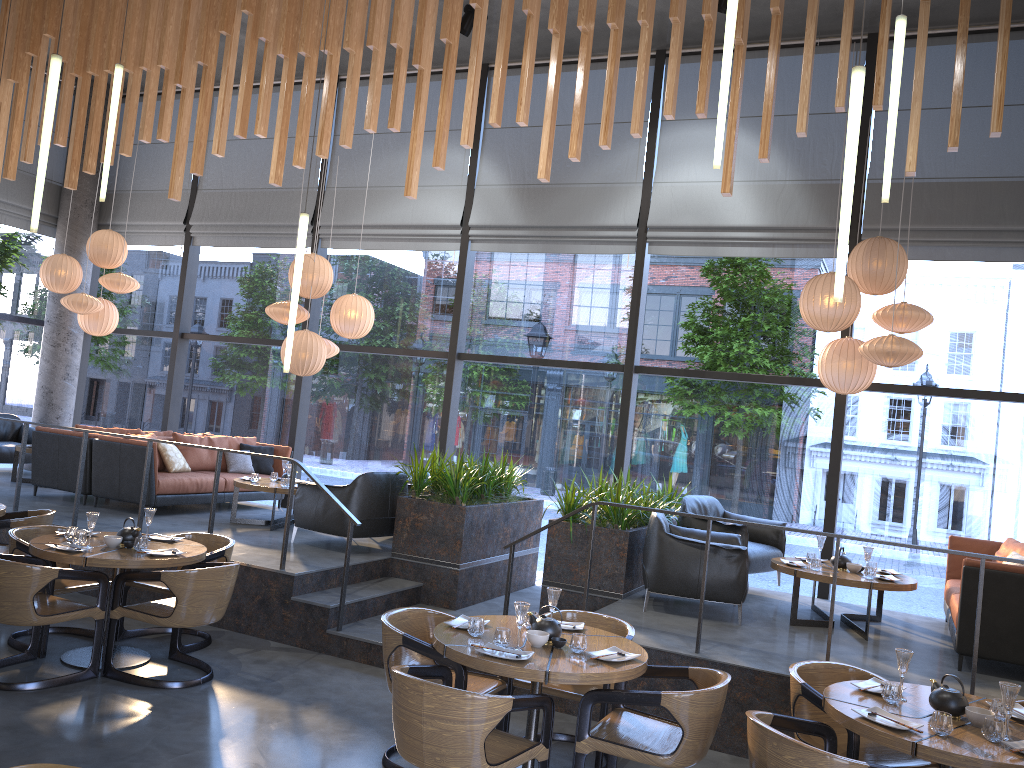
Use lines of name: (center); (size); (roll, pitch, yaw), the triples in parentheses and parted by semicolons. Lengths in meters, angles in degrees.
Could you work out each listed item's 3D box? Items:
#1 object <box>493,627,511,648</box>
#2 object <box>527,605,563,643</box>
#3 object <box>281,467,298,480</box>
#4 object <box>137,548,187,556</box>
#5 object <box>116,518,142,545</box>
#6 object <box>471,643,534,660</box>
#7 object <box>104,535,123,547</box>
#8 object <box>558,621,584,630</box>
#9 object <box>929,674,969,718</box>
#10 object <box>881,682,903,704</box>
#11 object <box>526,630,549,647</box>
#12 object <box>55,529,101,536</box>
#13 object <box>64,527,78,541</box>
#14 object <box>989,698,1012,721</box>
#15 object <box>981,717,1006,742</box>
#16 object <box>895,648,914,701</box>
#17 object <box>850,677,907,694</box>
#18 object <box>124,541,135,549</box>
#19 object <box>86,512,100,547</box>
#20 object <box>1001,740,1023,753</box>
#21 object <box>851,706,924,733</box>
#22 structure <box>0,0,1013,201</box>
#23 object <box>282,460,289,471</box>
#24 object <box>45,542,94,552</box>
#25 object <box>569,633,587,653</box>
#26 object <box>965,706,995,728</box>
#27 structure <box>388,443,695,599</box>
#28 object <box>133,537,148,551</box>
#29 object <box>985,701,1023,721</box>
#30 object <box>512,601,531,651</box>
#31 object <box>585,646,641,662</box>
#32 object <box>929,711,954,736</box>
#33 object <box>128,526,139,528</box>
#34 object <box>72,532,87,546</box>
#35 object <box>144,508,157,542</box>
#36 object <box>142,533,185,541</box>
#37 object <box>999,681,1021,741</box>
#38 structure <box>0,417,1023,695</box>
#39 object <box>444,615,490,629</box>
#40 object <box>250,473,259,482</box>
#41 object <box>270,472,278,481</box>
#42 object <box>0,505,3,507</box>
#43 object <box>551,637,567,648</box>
object: (-0.048, 1.239, 4.328); (0.086, 0.086, 0.086); (8, -3, -41)
object: (0.180, 1.227, 4.562); (0.163, 0.179, 0.168); (7, -3, -28)
object: (-2.346, 0.960, 9.358); (0.163, 0.179, 0.168); (7, -3, -10)
object: (-2.288, 1.096, 5.761); (0.170, 0.025, 0.294); (4, -4, 44)
object: (-2.586, 0.997, 6.000); (0.163, 0.179, 0.168); (7, -3, -12)
object: (-0.059, 1.262, 4.175); (0.294, 0.025, 0.170); (5, -3, 21)
object: (-2.639, 1.043, 5.860); (0.116, 0.065, 0.116); (7, -3, -14)
object: (0.248, 1.327, 4.897); (0.294, 0.025, 0.170); (6, -3, 9)
object: (1.958, 1.390, 3.975); (0.168, 0.179, 0.163); (5, -3, 28)
object: (1.743, 1.418, 4.065); (0.086, 0.086, 0.086); (8, -4, -43)
object: (0.126, 1.273, 4.419); (0.116, 0.065, 0.116); (6, -3, 3)
object: (-3.011, 1.034, 6.109); (0.170, 0.025, 0.294); (5, -3, 21)
object: (-2.946, 1.002, 5.933); (0.086, 0.086, 0.086); (8, -3, -40)
object: (2.189, 1.462, 3.973); (0.086, 0.086, 0.086); (5, -3, 18)
object: (1.983, 1.425, 3.653); (0.086, 0.086, 0.086); (6, -3, 0)
object: (1.824, 1.359, 4.143); (0.082, 0.227, 0.082); (6, -3, -4)
object: (1.745, 1.458, 4.254); (0.294, 0.025, 0.170); (8, -3, -40)
object: (-2.531, 1.066, 5.871); (0.080, 0.042, 0.080); (8, -3, -42)
object: (-2.726, 0.946, 5.740); (0.082, 0.227, 0.082); (6, -3, -6)
object: (2.089, 1.463, 3.545); (0.294, 0.025, 0.170); (7, -3, -28)
object: (1.596, 1.418, 3.728); (0.170, 0.025, 0.294); (7, -3, -28)
structure: (-3.217, -1.344, 2.705); (10.399, 5.894, 10.127); (5, -3, 24)
object: (-2.449, 0.933, 9.546); (0.082, 0.227, 0.082); (6, -3, 6)
object: (-2.824, 1.032, 5.616); (0.294, 0.025, 0.170); (5, -3, 21)
object: (0.328, 1.281, 4.380); (0.086, 0.086, 0.086); (5, -3, 27)
object: (2.027, 1.450, 3.845); (0.116, 0.065, 0.116); (8, -3, -40)
structure: (-5.584, 0.718, 6.022); (15.715, 1.608, 4.306); (7, -3, -27)
object: (-2.437, 1.052, 5.821); (0.086, 0.086, 0.086); (7, -3, -18)
object: (2.328, 1.511, 4.048); (0.170, 0.025, 0.294); (6, -3, -5)
object: (0.039, 1.176, 4.299); (0.082, 0.227, 0.082); (6, -3, -6)
object: (0.476, 1.326, 4.320); (0.170, 0.025, 0.294); (4, -4, 44)
object: (1.773, 1.403, 3.660); (0.086, 0.086, 0.086); (6, -3, -4)
object: (-2.661, 1.046, 6.221); (0.086, 0.086, 0.086); (6, -3, 11)
object: (-2.813, 1.009, 5.769); (0.086, 0.086, 0.086); (8, -3, -41)
object: (-2.548, 0.986, 6.216); (0.082, 0.227, 0.082); (8, -3, -33)
object: (-2.517, 1.098, 6.339); (0.294, 0.025, 0.170); (6, -3, 9)
object: (2.066, 1.365, 3.695); (0.082, 0.227, 0.082); (9, -4, -43)
structure: (-3.652, -0.602, 2.943); (11.718, 4.117, 9.054); (5, -3, 24)
object: (-0.247, 1.264, 4.668); (0.170, 0.025, 0.294); (5, -3, 21)
object: (-2.638, 0.963, 9.096); (0.086, 0.086, 0.086); (5, -3, 28)
object: (-2.542, 0.991, 9.483); (0.086, 0.086, 0.086); (7, -3, -28)
object: (-4.110, 0.951, 6.863); (0.170, 0.025, 0.294); (6, -3, 5)
object: (0.234, 1.296, 4.430); (0.080, 0.042, 0.080); (7, -3, -12)
